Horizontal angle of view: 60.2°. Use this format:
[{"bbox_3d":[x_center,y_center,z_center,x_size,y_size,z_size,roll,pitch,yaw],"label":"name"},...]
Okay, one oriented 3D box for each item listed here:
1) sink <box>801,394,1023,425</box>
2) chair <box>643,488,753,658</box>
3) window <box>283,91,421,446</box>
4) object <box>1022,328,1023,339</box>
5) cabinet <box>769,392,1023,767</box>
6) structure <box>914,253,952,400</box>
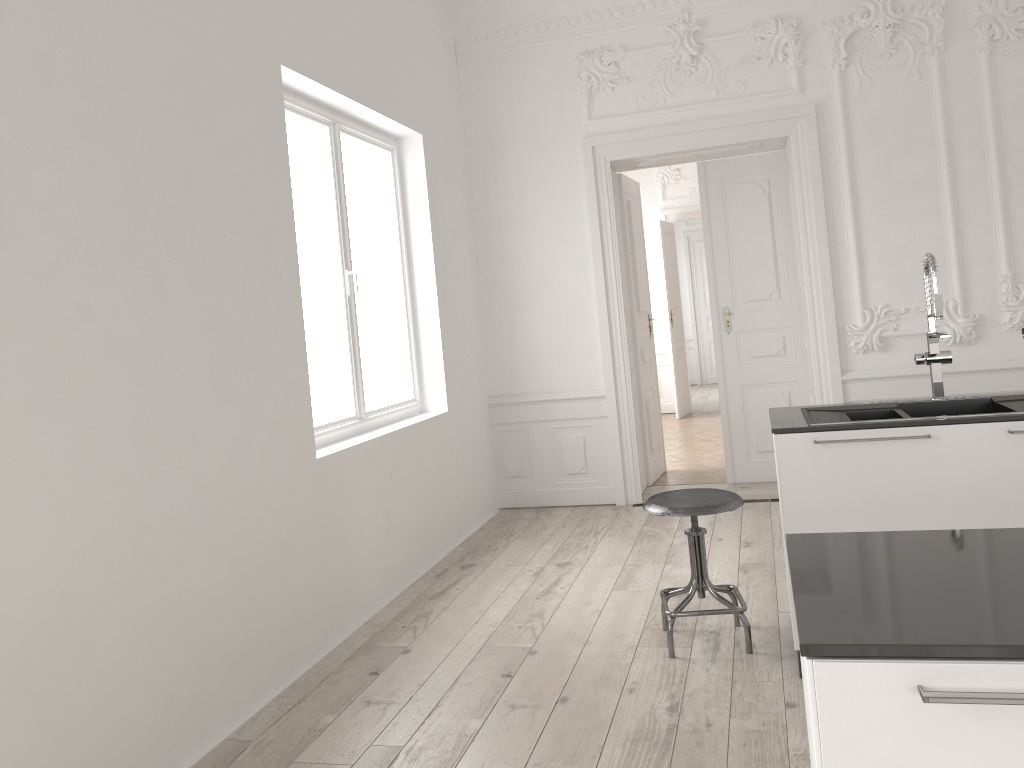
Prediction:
[{"bbox_3d":[1.677,0.148,3.214,1.163,0.140,0.487,-4,4,15],"label":"sink"},{"bbox_3d":[0.753,0.744,3.557,0.402,0.578,0.401,-6,1,-10],"label":"chair"},{"bbox_3d":[-0.867,-0.618,4.822,0.070,1.740,1.731,-6,2,16],"label":"window"},{"bbox_3d":[2.023,-0.097,3.297,0.187,0.280,0.207,-6,1,-34],"label":"object"},{"bbox_3d":[1.950,0.577,2.104,2.457,0.881,2.716,-4,4,16],"label":"cabinet"},{"bbox_3d":[1.630,-0.216,3.404,0.130,0.582,0.280,-5,0,16],"label":"structure"}]
